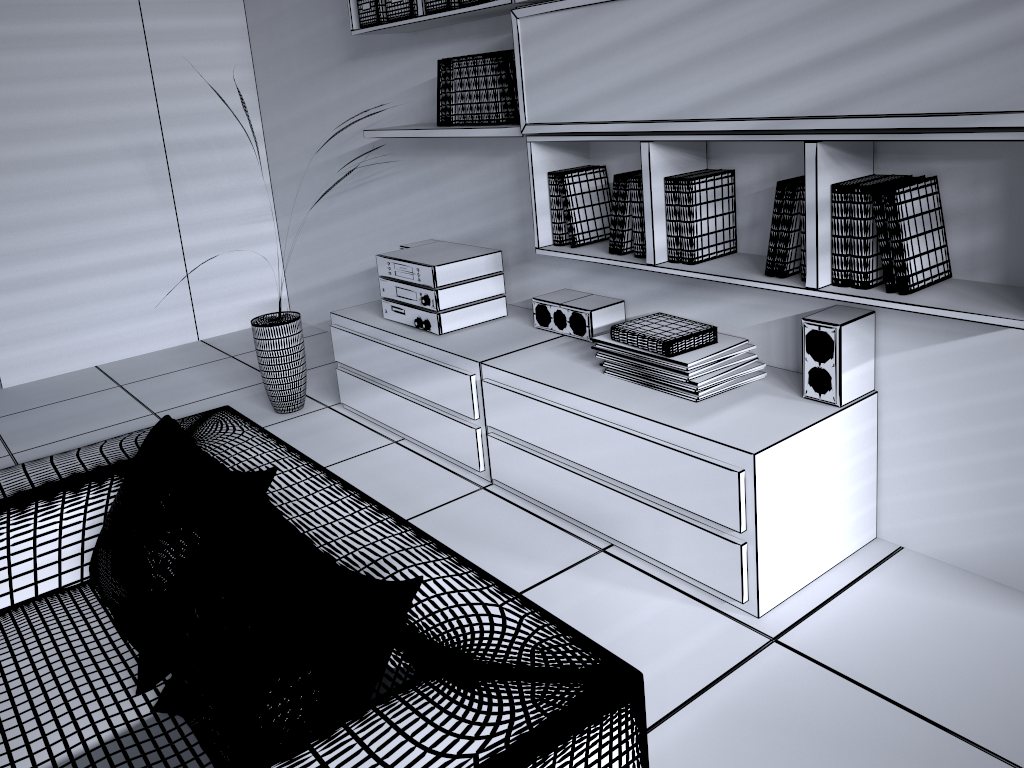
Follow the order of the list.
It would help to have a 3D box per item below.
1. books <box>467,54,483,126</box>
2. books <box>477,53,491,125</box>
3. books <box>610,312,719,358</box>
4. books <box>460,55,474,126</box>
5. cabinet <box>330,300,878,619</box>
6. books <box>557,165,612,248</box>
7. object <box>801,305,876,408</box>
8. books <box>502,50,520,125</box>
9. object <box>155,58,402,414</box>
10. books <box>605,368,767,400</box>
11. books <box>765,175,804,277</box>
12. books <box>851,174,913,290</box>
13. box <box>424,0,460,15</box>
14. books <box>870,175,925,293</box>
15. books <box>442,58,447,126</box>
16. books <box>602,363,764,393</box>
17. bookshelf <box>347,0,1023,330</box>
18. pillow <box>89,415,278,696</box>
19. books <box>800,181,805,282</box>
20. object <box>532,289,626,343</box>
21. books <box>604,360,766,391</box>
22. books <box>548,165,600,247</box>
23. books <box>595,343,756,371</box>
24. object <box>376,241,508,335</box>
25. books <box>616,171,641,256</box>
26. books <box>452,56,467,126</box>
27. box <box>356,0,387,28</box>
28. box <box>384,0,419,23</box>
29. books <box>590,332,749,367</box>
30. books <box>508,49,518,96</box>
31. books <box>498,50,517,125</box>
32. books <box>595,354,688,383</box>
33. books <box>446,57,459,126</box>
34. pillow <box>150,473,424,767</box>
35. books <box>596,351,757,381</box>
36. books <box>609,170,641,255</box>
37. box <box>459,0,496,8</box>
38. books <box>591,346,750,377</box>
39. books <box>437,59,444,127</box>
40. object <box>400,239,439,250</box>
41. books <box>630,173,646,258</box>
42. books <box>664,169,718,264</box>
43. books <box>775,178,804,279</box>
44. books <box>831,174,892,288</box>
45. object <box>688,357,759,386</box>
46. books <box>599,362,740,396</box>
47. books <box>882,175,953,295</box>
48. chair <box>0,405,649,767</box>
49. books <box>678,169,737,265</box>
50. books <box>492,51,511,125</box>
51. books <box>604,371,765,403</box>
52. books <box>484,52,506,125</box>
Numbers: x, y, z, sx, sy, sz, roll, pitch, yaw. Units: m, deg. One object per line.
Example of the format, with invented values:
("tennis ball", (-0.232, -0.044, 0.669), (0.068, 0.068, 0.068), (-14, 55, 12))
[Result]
("books", (-0.065, -1.116, 3.328), (0.210, 0.252, 0.051), (-17, 18, -35))
("books", (-0.028, -1.107, 3.292), (0.210, 0.252, 0.051), (-17, 18, -36))
("books", (0.462, -0.152, 2.697), (0.210, 0.049, 0.263), (-16, 22, -29))
("books", (-0.093, -1.129, 3.372), (0.210, 0.252, 0.051), (-17, 18, -35))
("cabinet", (0.117, 0.067, 3.218), (0.582, 0.437, 2.302), (-17, 22, -34))
("books", (0.263, -0.616, 3.058), (0.210, 0.253, 0.076), (-17, 18, -35))
("object", (0.896, -0.079, 2.423), (0.179, 0.225, 0.121), (-17, 19, -35))
("books", (0.076, -1.064, 3.146), (0.210, 0.251, 0.073), (-17, 18, -35))
("object", (-0.972, -0.650, 3.857), (1.176, 1.544, 0.256), (-6, 14, -4))
("books", (0.521, -0.038, 2.708), (0.289, 0.008, 0.421), (-18, 23, -33))
("books", (0.773, -0.434, 2.392), (0.210, 0.253, 0.075), (-17, 18, -36))
("books", (0.927, -0.385, 2.216), (0.210, 0.252, 0.051), (-17, 18, -35))
("box", (-0.179, -1.482, 3.306), (0.285, 0.158, 0.177), (-18, 21, -35))
("books", (0.965, -0.370, 2.164), (0.210, 0.253, 0.076), (-17, 18, -35))
("books", (-0.188, -1.160, 3.488), (0.210, 0.253, 0.075), (-17, 18, -36))
("books", (0.514, -0.058, 2.707), (0.289, 0.008, 0.421), (-18, 23, -33))
("bookshelf", (0.299, -1.027, 2.815), (0.332, 1.218, 2.858), (-15, 20, -35))
("pillow", (-0.763, 0.342, 1.926), (0.345, 0.378, 0.574), (-18, 21, -37))
("books", (0.836, -0.414, 2.317), (0.210, 0.252, 0.051), (-17, 18, -35))
("object", (0.244, -0.257, 3.272), (0.179, 0.116, 0.333), (-17, 22, -34))
("books", (0.517, -0.065, 2.700), (0.289, 0.008, 0.421), (-18, 23, -33))
("books", (0.225, -0.631, 3.109), (0.210, 0.252, 0.051), (-17, 18, -35))
("books", (0.492, -0.119, 2.715), (0.289, 0.008, 0.421), (-18, 23, -33))
("object", (-0.296, -0.400, 3.581), (0.352, 0.262, 0.436), (-17, 21, -34))
("books", (0.422, -0.558, 2.840), (0.210, 0.253, 0.075), (-17, 18, -36))
("books", (-0.124, -1.140, 3.412), (0.210, 0.252, 0.051), (-17, 18, -35))
("box", (-0.495, -1.593, 3.708), (0.285, 0.158, 0.177), (-18, 21, -35))
("box", (-0.345, -1.540, 3.517), (0.285, 0.158, 0.214), (-18, 21, -35))
("books", (0.486, -0.135, 2.731), (0.289, 0.008, 0.421), (-18, 23, -33))
("books", (0.096, -1.053, 3.105), (0.210, 0.251, 0.073), (-17, 18, -36))
("books", (0.059, -1.073, 3.173), (0.210, 0.253, 0.076), (-17, 18, -35))
("books", (0.493, -0.086, 2.730), (0.289, 0.008, 0.421), (-18, 23, -33))
("books", (-0.168, -1.153, 3.463), (0.210, 0.253, 0.075), (-17, 18, -36))
("pillow", (-0.409, 0.445, 1.469), (0.305, 0.388, 0.573), (-17, 21, -37))
("books", (0.496, -0.093, 2.723), (0.289, 0.008, 0.421), (-18, 23, -33))
("books", (0.402, -0.564, 2.864), (0.210, 0.253, 0.075), (-17, 18, -36))
("box", (-0.040, -1.433, 3.130), (0.285, 0.158, 0.181), (-18, 21, -35))
("books", (0.490, -0.108, 2.739), (0.289, 0.008, 0.421), (-18, 23, -33))
("books", (-0.211, -1.164, 3.511), (0.210, 0.251, 0.073), (-17, 18, -36))
("object", (-0.408, -0.537, 4.083), (0.179, 0.225, 0.121), (-17, 19, -35))
("books", (0.465, -0.544, 2.789), (0.210, 0.252, 0.051), (-17, 18, -35))
("books", (0.553, -0.513, 2.685), (0.210, 0.252, 0.051), (-17, 18, -35))
("books", (0.793, -0.427, 2.368), (0.210, 0.253, 0.075), (-17, 18, -36))
("books", (0.893, -0.394, 2.252), (0.210, 0.252, 0.051), (-17, 18, -35))
("object", (0.511, -0.080, 2.716), (0.289, 0.008, 0.421), (-18, 23, -33))
("books", (0.515, -0.054, 2.724), (0.289, 0.008, 0.421), (-18, 23, -33))
("books", (0.984, -0.363, 2.139), (0.210, 0.253, 0.076), (-17, 18, -35))
("chair", (-0.664, 0.611, 1.680), (0.974, 0.537, 1.672), (-18, 22, -34))
("books", (0.587, -0.504, 2.648), (0.210, 0.252, 0.051), (-17, 18, -35))
("books", (0.040, -1.080, 3.198), (0.210, 0.253, 0.076), (-17, 18, -35))
("books", (0.518, -0.031, 2.715), (0.289, 0.008, 0.421), (-18, 23, -33))
("books", (0.002, -1.095, 3.250), (0.210, 0.252, 0.051), (-17, 18, -35))
